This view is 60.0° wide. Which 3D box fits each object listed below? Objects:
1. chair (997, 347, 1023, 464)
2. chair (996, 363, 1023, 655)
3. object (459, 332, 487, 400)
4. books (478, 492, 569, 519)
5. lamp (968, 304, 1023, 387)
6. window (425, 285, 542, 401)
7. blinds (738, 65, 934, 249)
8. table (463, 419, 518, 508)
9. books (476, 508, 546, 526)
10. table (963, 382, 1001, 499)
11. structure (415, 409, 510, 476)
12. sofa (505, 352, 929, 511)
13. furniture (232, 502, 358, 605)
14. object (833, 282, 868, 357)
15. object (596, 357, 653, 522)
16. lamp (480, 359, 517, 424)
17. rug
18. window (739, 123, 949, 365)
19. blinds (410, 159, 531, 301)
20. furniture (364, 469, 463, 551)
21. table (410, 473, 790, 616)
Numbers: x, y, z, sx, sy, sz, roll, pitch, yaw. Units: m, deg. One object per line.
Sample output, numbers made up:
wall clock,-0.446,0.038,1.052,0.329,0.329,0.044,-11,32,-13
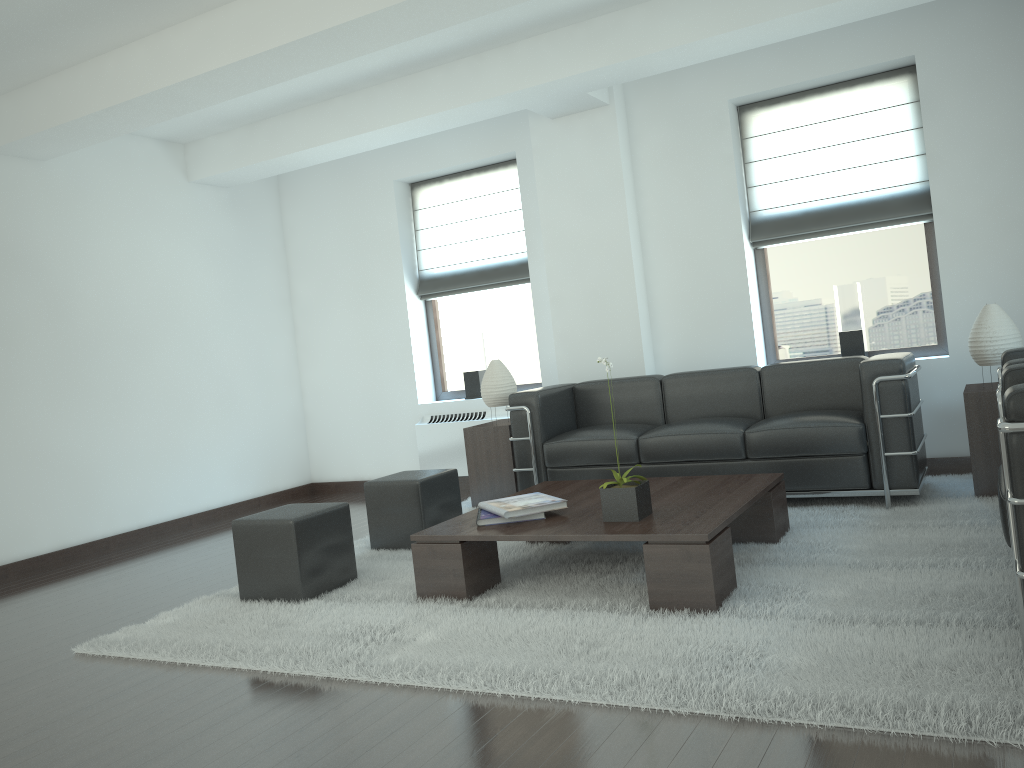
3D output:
chair,3.556,0.348,5.311,1.122,1.170,1.649,-6,1,29
chair,2.744,0.488,3.838,1.122,1.170,1.649,-6,1,29
object,-0.445,-0.219,10.601,0.238,0.776,0.244,-6,0,29
books,0.066,0.802,5.878,0.446,0.045,0.518,-7,2,-20
lamp,3.747,-0.302,6.873,0.375,0.655,0.374,-7,1,-32
window,-0.327,-1.221,10.745,1.698,2.732,0.146,-6,0,29
blinds,3.108,-2.177,8.627,1.684,1.476,0.222,-6,0,29
table,-0.026,0.809,9.071,0.525,0.845,0.787,-6,1,29
books,-0.010,0.855,5.918,0.446,0.045,0.518,-7,2,0
table,3.874,0.433,6.918,0.525,0.845,0.787,-6,1,29
structure,-0.443,0.687,10.290,1.459,0.726,0.194,-6,0,29
sofa,1.728,0.476,7.828,3.471,1.170,1.125,-6,1,29
furniture,-1.520,1.178,6.237,0.587,0.579,0.603,-6,1,29
object,3.272,-0.577,8.549,0.238,0.776,0.244,-6,0,29
object,0.649,0.320,5.416,0.252,0.992,0.336,-6,0,29
lamp,-0.132,0.072,9.014,0.374,0.655,0.375,-6,1,33
rug,1.211,1.142,6.203,6.243,0.110,5.178,-6,2,29
window,3.250,-1.566,8.770,1.698,2.732,0.146,-6,0,29
blinds,-0.467,-1.832,10.601,1.684,1.476,0.222,-6,0,29
furniture,-0.822,1.057,7.520,0.587,0.579,0.603,-6,1,29
table,0.678,1.019,6.003,1.933,0.441,1.924,-6,2,29
